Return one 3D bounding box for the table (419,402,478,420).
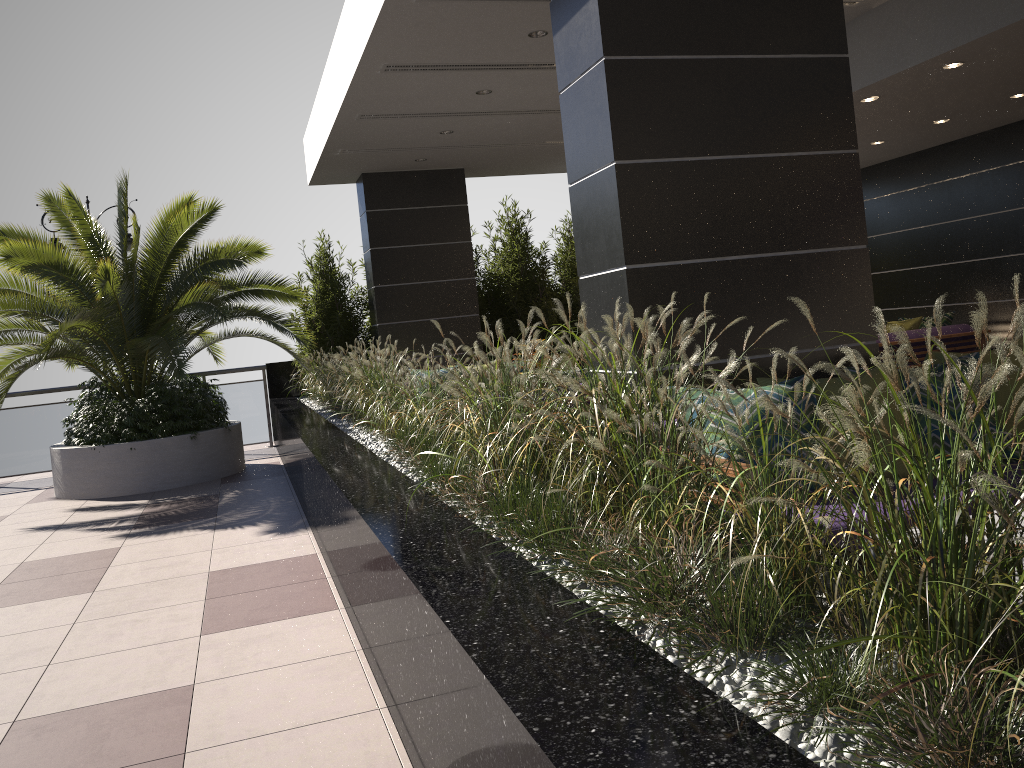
[{"bbox_3d":[0.276,0.399,7.959,2.040,0.553,0.941,-7,3,-17],"label":"table"}]

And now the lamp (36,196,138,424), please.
[{"bbox_3d":[-4.961,-0.622,10.691,1.124,3.327,0.263,-6,0,-17],"label":"lamp"}]

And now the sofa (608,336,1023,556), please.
[{"bbox_3d":[1.608,0.349,3.623,2.130,0.919,1.118,-7,2,-17],"label":"sofa"}]

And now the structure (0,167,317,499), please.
[{"bbox_3d":[-4.020,-0.615,9.293,3.742,3.302,3.814,-5,2,26],"label":"structure"}]

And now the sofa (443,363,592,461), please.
[{"bbox_3d":[0.650,0.255,6.711,2.130,0.919,1.118,-7,2,-17],"label":"sofa"}]

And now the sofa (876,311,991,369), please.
[{"bbox_3d":[3.793,-0.239,9.359,2.130,0.919,1.118,-7,2,-17],"label":"sofa"}]

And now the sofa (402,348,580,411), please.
[{"bbox_3d":[-0.110,0.180,9.163,2.130,0.919,1.118,-7,2,-17],"label":"sofa"}]

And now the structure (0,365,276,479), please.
[{"bbox_3d":[-6.421,1.260,1.288,12.941,1.058,17.491,-7,4,-17],"label":"structure"}]

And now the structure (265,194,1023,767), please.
[{"bbox_3d":[3.937,-0.872,1.500,7.831,3.120,24.711,-7,4,-17],"label":"structure"}]

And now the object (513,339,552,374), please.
[{"bbox_3d":[0.217,-0.138,7.959,0.430,0.526,0.425,-6,1,0],"label":"object"}]

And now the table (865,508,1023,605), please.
[{"bbox_3d":[2.064,0.574,2.193,2.040,0.553,0.941,-7,3,-17],"label":"table"}]
